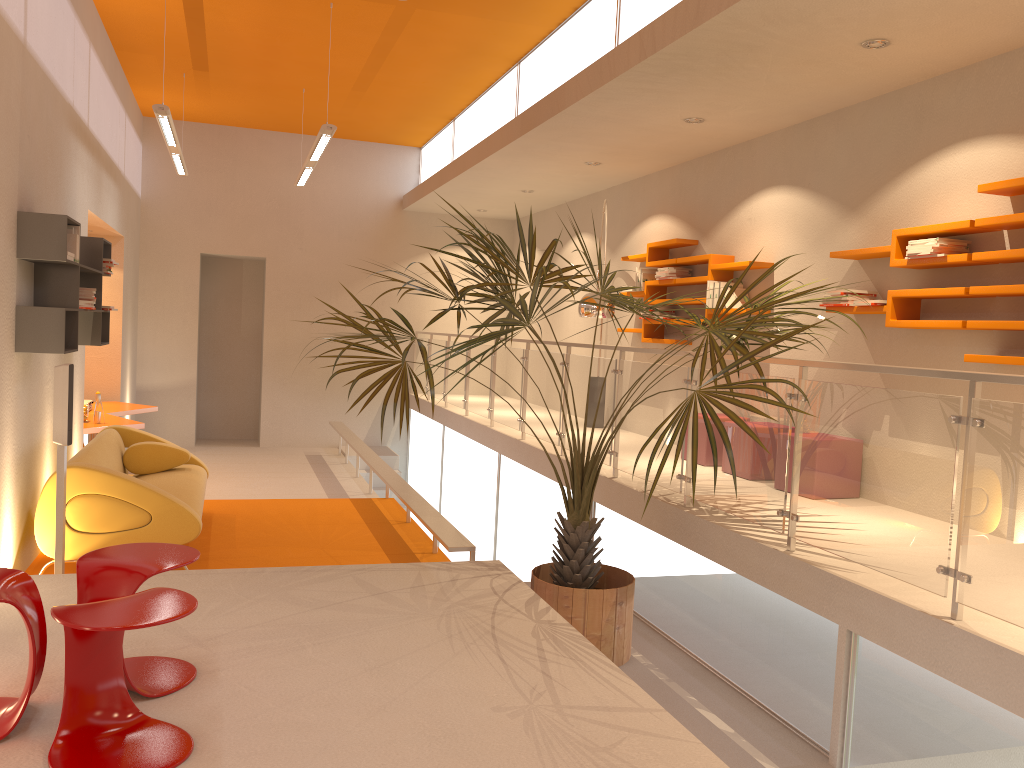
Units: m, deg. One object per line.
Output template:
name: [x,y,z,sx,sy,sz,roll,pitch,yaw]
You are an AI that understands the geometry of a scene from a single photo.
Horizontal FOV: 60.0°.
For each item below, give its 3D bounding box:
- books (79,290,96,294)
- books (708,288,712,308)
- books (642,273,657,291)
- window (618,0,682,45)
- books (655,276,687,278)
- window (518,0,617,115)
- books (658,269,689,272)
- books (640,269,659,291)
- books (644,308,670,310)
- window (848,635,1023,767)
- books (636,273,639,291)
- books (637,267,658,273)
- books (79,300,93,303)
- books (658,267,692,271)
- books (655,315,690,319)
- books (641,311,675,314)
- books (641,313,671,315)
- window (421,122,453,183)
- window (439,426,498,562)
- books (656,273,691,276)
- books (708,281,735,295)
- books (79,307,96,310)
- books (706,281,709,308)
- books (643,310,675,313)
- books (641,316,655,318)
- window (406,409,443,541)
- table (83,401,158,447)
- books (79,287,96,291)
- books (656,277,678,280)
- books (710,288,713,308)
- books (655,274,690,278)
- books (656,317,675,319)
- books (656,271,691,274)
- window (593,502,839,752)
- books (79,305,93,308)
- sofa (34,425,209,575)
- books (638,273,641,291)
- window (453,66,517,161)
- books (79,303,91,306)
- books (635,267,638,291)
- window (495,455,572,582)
books: [-2.951,-0.631,6.043,0.190,0.015,0.254,2,4,-21]
books: [1.710,-0.694,7.232,0.230,0.169,0.027,2,4,-18]
books: [1.343,-0.964,8.438,0.230,0.169,0.023,2,4,-18]
window: [1.176,-2.421,4.855,0.006,0.660,2.794,2,4,-18]
books: [1.458,-0.958,8.014,0.268,0.011,0.190,2,4,-16]
window: [0.402,-2.604,7.285,0.006,0.660,2.241,2,4,-18]
books: [1.460,-1.019,8.025,0.190,0.015,0.254,2,3,-11]
books: [1.320,-0.987,8.461,0.207,0.210,0.021,2,4,-18]
books: [1.365,-0.695,8.264,0.226,0.017,0.230,2,4,-18]
window: [1.325,2.624,1.606,0.993,4.599,4.234,4,3,14]
books: [1.308,-0.971,8.513,0.230,0.169,0.027,2,4,-18]
books: [1.310,-1.001,8.535,0.230,0.227,0.017,2,4,-18]
books: [-2.846,-0.534,5.704,0.190,0.015,0.254,3,3,-1]
books: [1.474,-1.034,8.023,0.230,0.017,0.227,2,4,-18]
books: [1.448,-0.603,7.994,0.226,0.017,0.230,2,4,-18]
books: [1.358,-0.664,8.279,0.230,0.017,0.227,1,4,-23]
books: [1.344,-0.649,8.279,0.190,0.015,0.254,2,4,-16]
window: [-1.002,-2.936,11.697,0.006,0.660,1.894,2,4,-18]
window: [-0.562,2.465,9.796,0.006,3.760,2.311,2,4,-18]
books: [1.459,-0.986,8.008,0.254,0.015,0.190,2,4,-16]
books: [1.712,-0.724,7.254,0.230,0.227,0.017,2,4,-18]
books: [-2.852,-0.494,5.713,0.210,0.013,0.297,3,3,-3]
books: [1.700,-0.726,7.270,0.230,0.227,0.017,2,4,-18]
books: [1.364,-0.680,8.278,0.254,0.015,0.190,2,3,-11]
books: [1.347,-0.620,8.280,0.190,0.011,0.268,2,4,-16]
window: [-1.238,2.305,11.919,0.006,3.760,2.078,2,4,-18]
table: [-4.076,0.666,8.732,0.969,0.760,2.573,2,4,-18]
books: [-2.964,-0.647,6.040,0.230,0.017,0.226,1,4,-28]
books: [1.465,-0.945,8.011,0.210,0.013,0.297,2,4,-18]
books: [1.726,-0.692,7.208,0.230,0.169,0.027,2,4,-18]
books: [1.450,-0.971,8.009,0.254,0.015,0.190,2,4,-22]
books: [1.448,-0.588,8.008,0.254,0.015,0.190,2,3,-11]
books: [1.459,-1.003,8.020,0.227,0.017,0.230,1,4,-23]
window: [0.945,0.923,2.962,0.908,1.393,6.719,3,3,2]
books: [-2.852,-0.506,5.708,0.190,0.011,0.268,3,3,-1]
sofa: [-2.634,0.758,6.217,0.929,0.706,2.081,2,4,-18]
books: [1.324,-0.968,8.489,0.230,0.169,0.027,2,4,-18]
window: [-0.326,-2.776,9.573,0.006,0.660,2.494,2,4,-18]
books: [-2.849,-0.518,5.697,0.190,0.015,0.254,2,3,-7]
books: [1.298,-1.002,8.550,0.230,0.227,0.017,2,4,-18]
window: [0.495,2.028,4.203,0.481,5.399,8.922,3,3,-6]
